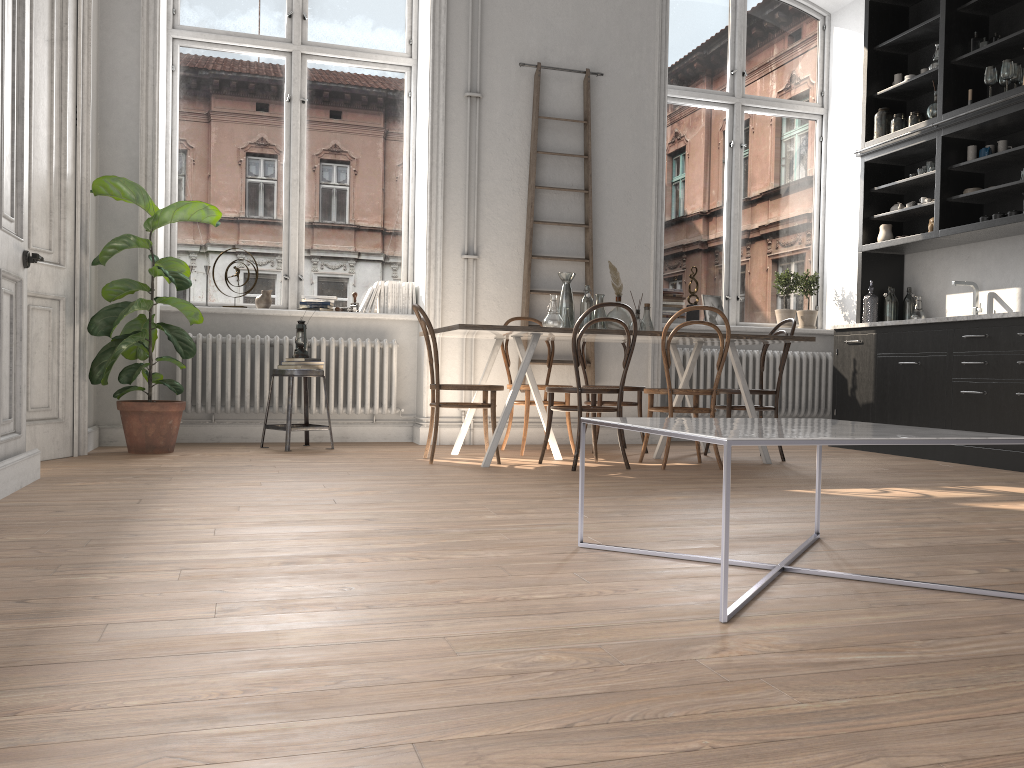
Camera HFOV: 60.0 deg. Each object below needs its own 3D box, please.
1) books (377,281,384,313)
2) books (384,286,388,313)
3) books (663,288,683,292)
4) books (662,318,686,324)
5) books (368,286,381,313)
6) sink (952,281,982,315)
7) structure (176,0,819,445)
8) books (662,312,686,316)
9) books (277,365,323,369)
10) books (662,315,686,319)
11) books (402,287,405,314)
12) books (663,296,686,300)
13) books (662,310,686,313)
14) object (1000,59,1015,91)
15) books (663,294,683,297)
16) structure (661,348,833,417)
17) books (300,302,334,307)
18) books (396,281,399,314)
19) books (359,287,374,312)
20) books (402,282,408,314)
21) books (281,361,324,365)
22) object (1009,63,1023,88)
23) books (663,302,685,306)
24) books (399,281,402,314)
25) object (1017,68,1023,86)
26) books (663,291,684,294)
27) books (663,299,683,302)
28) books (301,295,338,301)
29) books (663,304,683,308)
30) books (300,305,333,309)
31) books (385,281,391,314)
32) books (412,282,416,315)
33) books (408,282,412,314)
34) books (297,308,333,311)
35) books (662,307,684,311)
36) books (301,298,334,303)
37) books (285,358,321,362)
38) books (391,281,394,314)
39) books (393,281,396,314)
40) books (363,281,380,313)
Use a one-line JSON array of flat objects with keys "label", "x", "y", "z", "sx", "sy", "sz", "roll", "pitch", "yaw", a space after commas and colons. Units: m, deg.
[{"label": "books", "x": -0.980, "y": -0.640, "z": 6.613, "sx": 0.024, "sy": 0.243, "sz": 0.175, "roll": 1, "pitch": 1, "yaw": -17}, {"label": "books", "x": -0.949, "y": -0.620, "z": 6.601, "sx": 0.020, "sy": 0.205, "sz": 0.155, "roll": 1, "pitch": 1, "yaw": -17}, {"label": "books", "x": 1.271, "y": -0.764, "z": 7.266, "sx": 0.201, "sy": 0.024, "sz": 0.159, "roll": 1, "pitch": 1, "yaw": -27}, {"label": "books", "x": 1.262, "y": -0.513, "z": 7.248, "sx": 0.248, "sy": 0.043, "sz": 0.192, "roll": 1, "pitch": 1, "yaw": -17}, {"label": "books", "x": -1.019, "y": -0.621, "z": 6.580, "sx": 0.072, "sy": 0.203, "sz": 0.155, "roll": 1, "pitch": 1, "yaw": -17}, {"label": "sink", "x": 3.062, "y": -0.475, "z": 6.226, "sx": 0.514, "sy": 0.505, "sz": 0.526, "roll": 1, "pitch": 1, "yaw": -17}, {"label": "structure", "x": 0.229, "y": -1.787, "z": 6.672, "sx": 5.182, "sy": 4.474, "sz": 0.340, "roll": 1, "pitch": 1, "yaw": -17}, {"label": "books", "x": 1.266, "y": -0.568, "z": 7.247, "sx": 0.249, "sy": 0.023, "sz": 0.175, "roll": 1, "pitch": 1, "yaw": -16}, {"label": "books", "x": -1.400, "y": -0.112, "z": 5.887, "sx": 0.194, "sy": 0.034, "sz": 0.246, "roll": 1, "pitch": 1, "yaw": 23}, {"label": "books", "x": 1.265, "y": -0.545, "z": 7.247, "sx": 0.249, "sy": 0.023, "sz": 0.175, "roll": 1, "pitch": 1, "yaw": -21}, {"label": "books", "x": -0.825, "y": -0.618, "z": 6.638, "sx": 0.020, "sy": 0.205, "sz": 0.155, "roll": 1, "pitch": 1, "yaw": -17}, {"label": "books", "x": 1.273, "y": -0.699, "z": 7.259, "sx": 0.244, "sy": 0.019, "sz": 0.174, "roll": 1, "pitch": 1, "yaw": -17}, {"label": "books", "x": 1.271, "y": -0.587, "z": 7.264, "sx": 0.255, "sy": 0.014, "sz": 0.192, "roll": 1, "pitch": 1, "yaw": -14}, {"label": "object", "x": 3.194, "y": -1.972, "z": 5.717, "sx": 0.083, "sy": 0.221, "sz": 0.083, "roll": 2, "pitch": 1, "yaw": 30}, {"label": "books", "x": 1.265, "y": -0.720, "z": 7.256, "sx": 0.231, "sy": 0.023, "sz": 0.162, "roll": 1, "pitch": 1, "yaw": -1}, {"label": "structure", "x": 1.936, "y": -0.006, "z": 7.313, "sx": 1.577, "sy": 0.552, "sz": 0.194, "roll": 1, "pitch": 1, "yaw": -17}, {"label": "books", "x": -1.417, "y": -0.580, "z": 6.443, "sx": 0.221, "sy": 0.023, "sz": 0.147, "roll": 1, "pitch": 1, "yaw": -1}, {"label": "books", "x": -0.873, "y": -0.638, "z": 6.645, "sx": 0.024, "sy": 0.243, "sz": 0.175, "roll": 1, "pitch": 1, "yaw": -17}, {"label": "books", "x": -1.082, "y": -0.619, "z": 6.564, "sx": 0.105, "sy": 0.194, "sz": 0.155, "roll": 1, "pitch": 1, "yaw": -18}, {"label": "books", "x": -0.809, "y": -0.637, "z": 6.664, "sx": 0.024, "sy": 0.243, "sz": 0.175, "roll": 1, "pitch": 1, "yaw": -17}, {"label": "books", "x": -1.389, "y": -0.137, "z": 5.893, "sx": 0.162, "sy": 0.029, "sz": 0.232, "roll": 2, "pitch": 1, "yaw": 44}, {"label": "object", "x": 3.282, "y": -1.971, "z": 5.777, "sx": 0.083, "sy": 0.221, "sz": 0.083, "roll": 1, "pitch": 1, "yaw": -18}, {"label": "books", "x": 1.279, "y": -0.656, "z": 7.267, "sx": 0.222, "sy": 0.024, "sz": 0.158, "roll": 1, "pitch": 1, "yaw": -17}, {"label": "books", "x": -0.846, "y": -0.638, "z": 6.630, "sx": 0.019, "sy": 0.244, "sz": 0.174, "roll": 1, "pitch": 1, "yaw": -17}, {"label": "object", "x": 3.387, "y": -1.970, "z": 5.864, "sx": 0.083, "sy": 0.221, "sz": 0.083, "roll": 1, "pitch": 1, "yaw": 15}, {"label": "books", "x": 1.279, "y": -0.742, "z": 7.259, "sx": 0.205, "sy": 0.020, "sz": 0.155, "roll": 1, "pitch": 1, "yaw": -17}, {"label": "books", "x": 1.277, "y": -0.678, "z": 7.260, "sx": 0.205, "sy": 0.022, "sz": 0.155, "roll": 1, "pitch": 1, "yaw": -22}, {"label": "books", "x": -1.398, "y": -0.626, "z": 6.457, "sx": 0.244, "sy": 0.019, "sz": 0.174, "roll": 1, "pitch": 1, "yaw": -7}, {"label": "books", "x": 1.277, "y": -0.633, "z": 7.261, "sx": 0.205, "sy": 0.022, "sz": 0.155, "roll": 1, "pitch": 1, "yaw": -3}, {"label": "books", "x": -1.420, "y": -0.559, "z": 6.444, "sx": 0.205, "sy": 0.022, "sz": 0.155, "roll": 1, "pitch": 1, "yaw": 3}, {"label": "books", "x": -0.924, "y": -0.638, "z": 6.597, "sx": 0.024, "sy": 0.243, "sz": 0.175, "roll": 1, "pitch": 1, "yaw": -17}, {"label": "books", "x": -0.749, "y": -0.636, "z": 6.660, "sx": 0.040, "sy": 0.244, "sz": 0.174, "roll": 1, "pitch": 1, "yaw": -17}, {"label": "books", "x": -0.779, "y": -0.636, "z": 6.653, "sx": 0.024, "sy": 0.243, "sz": 0.175, "roll": 1, "pitch": 1, "yaw": -17}, {"label": "books", "x": -1.428, "y": -0.536, "z": 6.446, "sx": 0.221, "sy": 0.023, "sz": 0.147, "roll": 2, "pitch": 1, "yaw": 32}, {"label": "books", "x": 1.270, "y": -0.608, "z": 7.264, "sx": 0.245, "sy": 0.028, "sz": 0.193, "roll": 1, "pitch": 1, "yaw": -22}, {"label": "books", "x": -1.411, "y": -0.601, "z": 6.432, "sx": 0.205, "sy": 0.020, "sz": 0.155, "roll": 1, "pitch": 1, "yaw": -27}, {"label": "books", "x": -1.387, "y": -0.160, "z": 5.893, "sx": 0.147, "sy": 0.027, "sz": 0.221, "roll": 1, "pitch": 1, "yaw": 15}, {"label": "books", "x": -0.906, "y": -0.639, "z": 6.612, "sx": 0.019, "sy": 0.244, "sz": 0.174, "roll": 1, "pitch": 1, "yaw": -17}, {"label": "books", "x": -0.892, "y": -0.638, "z": 6.634, "sx": 0.019, "sy": 0.244, "sz": 0.174, "roll": 1, "pitch": 1, "yaw": -17}, {"label": "books", "x": -1.043, "y": -0.638, "z": 6.571, "sx": 0.100, "sy": 0.235, "sz": 0.174, "roll": 1, "pitch": 1, "yaw": -17}]
